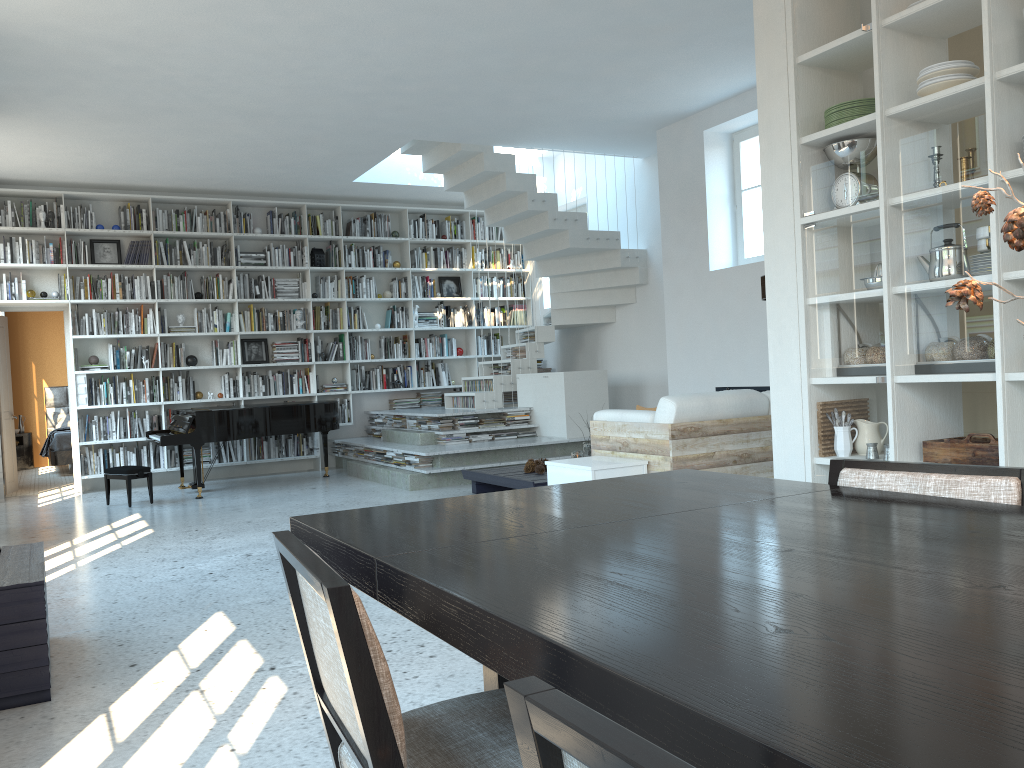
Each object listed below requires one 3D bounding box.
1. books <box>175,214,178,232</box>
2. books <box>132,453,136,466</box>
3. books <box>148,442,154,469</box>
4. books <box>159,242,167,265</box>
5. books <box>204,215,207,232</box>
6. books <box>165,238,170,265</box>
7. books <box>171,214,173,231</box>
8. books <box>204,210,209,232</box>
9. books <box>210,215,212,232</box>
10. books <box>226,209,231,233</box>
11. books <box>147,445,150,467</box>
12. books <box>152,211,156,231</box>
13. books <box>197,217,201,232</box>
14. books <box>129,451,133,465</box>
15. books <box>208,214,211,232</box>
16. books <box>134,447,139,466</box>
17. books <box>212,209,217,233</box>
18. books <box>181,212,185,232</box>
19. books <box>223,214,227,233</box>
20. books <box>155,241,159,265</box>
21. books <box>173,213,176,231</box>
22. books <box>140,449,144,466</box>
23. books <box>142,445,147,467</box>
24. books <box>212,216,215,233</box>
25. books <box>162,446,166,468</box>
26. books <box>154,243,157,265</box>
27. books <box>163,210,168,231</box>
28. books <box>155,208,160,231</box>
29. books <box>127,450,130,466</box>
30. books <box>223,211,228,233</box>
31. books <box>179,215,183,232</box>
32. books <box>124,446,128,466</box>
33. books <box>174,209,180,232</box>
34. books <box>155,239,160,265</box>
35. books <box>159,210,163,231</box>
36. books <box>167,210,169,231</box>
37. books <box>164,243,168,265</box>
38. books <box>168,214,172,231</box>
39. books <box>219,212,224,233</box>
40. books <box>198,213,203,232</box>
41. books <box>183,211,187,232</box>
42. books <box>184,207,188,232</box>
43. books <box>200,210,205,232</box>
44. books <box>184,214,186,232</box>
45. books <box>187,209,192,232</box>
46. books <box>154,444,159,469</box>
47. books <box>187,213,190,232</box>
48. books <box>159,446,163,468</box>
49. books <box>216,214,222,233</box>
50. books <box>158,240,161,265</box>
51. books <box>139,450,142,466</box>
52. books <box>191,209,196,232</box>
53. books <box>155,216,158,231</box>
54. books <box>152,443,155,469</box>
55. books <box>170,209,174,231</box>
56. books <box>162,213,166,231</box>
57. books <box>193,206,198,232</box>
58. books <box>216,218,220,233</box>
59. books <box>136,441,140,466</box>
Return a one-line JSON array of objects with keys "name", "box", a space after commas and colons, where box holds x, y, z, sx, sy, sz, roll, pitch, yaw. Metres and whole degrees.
[{"name": "books", "box": [-3.725, -1.759, 9.819, 0.012, 0.216, 0.150, -4, 1, -28]}, {"name": "books", "box": [-4.086, 0.839, 9.583, 0.031, 0.188, 0.190, -4, 1, -28]}, {"name": "books", "box": [-3.938, 0.777, 9.671, 0.021, 0.296, 0.188, -4, 1, -28]}, {"name": "books", "box": [-3.840, -1.414, 9.746, 0.067, 0.274, 0.168, -4, 1, -28]}, {"name": "books", "box": [-3.456, -1.773, 9.962, 0.029, 0.213, 0.141, -4, 1, -28]}, {"name": "books", "box": [-3.789, -1.437, 9.754, 0.012, 0.315, 0.171, -4, 1, -28]}, {"name": "books", "box": [-3.758, -1.753, 9.779, 0.014, 0.207, 0.166, -4, 1, -28]}, {"name": "books", "box": [-3.425, -1.801, 9.947, 0.014, 0.266, 0.192, -4, 1, -28]}, {"name": "books", "box": [-3.390, -1.773, 9.959, 0.013, 0.207, 0.178, -4, 1, -28]}, {"name": "books", "box": [-3.225, -1.824, 10.058, 0.026, 0.288, 0.176, -4, 1, -28]}, {"name": "books", "box": [-3.978, 0.794, 9.683, 0.040, 0.264, 0.137, -4, 1, -28]}, {"name": "books", "box": [-3.922, -1.758, 9.691, 0.029, 0.237, 0.156, -4, 1, -28]}, {"name": "books", "box": [-3.508, -1.758, 9.913, 0.031, 0.190, 0.181, -4, 1, -28]}, {"name": "books", "box": [-4.116, 0.832, 9.574, 0.028, 0.206, 0.171, -4, 1, -28]}, {"name": "books", "box": [-3.412, -1.783, 9.962, 0.021, 0.228, 0.161, -4, 1, -28]}, {"name": "books", "box": [-4.064, 0.810, 9.595, 0.023, 0.244, 0.188, -4, 1, -28]}, {"name": "books", "box": [-3.356, -1.815, 9.995, 0.013, 0.285, 0.159, -4, 1, -28]}, {"name": "books", "box": [-3.656, -1.772, 9.840, 0.013, 0.234, 0.154, -4, 1, -28]}, {"name": "books", "box": [-3.257, -1.790, 10.037, 0.026, 0.225, 0.172, -4, 1, -28]}, {"name": "books", "box": [-3.894, -1.415, 9.712, 0.013, 0.283, 0.158, -4, 1, -28]}, {"name": "books", "box": [-3.745, -1.767, 9.817, 0.025, 0.235, 0.129, -4, 1, -28]}, {"name": "books", "box": [-4.019, 0.817, 9.638, 0.022, 0.225, 0.141, -4, 1, -28]}, {"name": "books", "box": [-3.997, 0.800, 9.647, 0.027, 0.256, 0.179, -4, 1, -28]}, {"name": "books", "box": [-3.371, -1.771, 9.966, 0.026, 0.200, 0.187, -4, 1, -28]}, {"name": "books", "box": [-3.818, 0.801, 9.711, 0.017, 0.233, 0.212, -4, 1, -28]}, {"name": "books", "box": [-3.902, -1.401, 9.691, 0.023, 0.256, 0.174, -4, 1, -28]}, {"name": "books", "box": [-3.814, -1.772, 9.754, 0.023, 0.251, 0.170, -4, 1, -28]}, {"name": "books", "box": [-3.892, -1.781, 9.735, 0.021, 0.279, 0.140, -4, 1, -28]}, {"name": "books", "box": [-4.139, 0.827, 9.564, 0.021, 0.218, 0.190, -4, 1, -28]}, {"name": "books", "box": [-3.244, -1.812, 10.053, 0.014, 0.267, 0.171, -4, 1, -28]}, {"name": "books", "box": [-3.676, -1.755, 9.833, 0.030, 0.201, 0.152, -4, 1, -28]}, {"name": "books", "box": [-4.160, 0.804, 9.553, 0.025, 0.266, 0.159, -4, 1, -28]}, {"name": "books", "box": [-3.708, -1.786, 9.827, 0.028, 0.268, 0.151, -4, 1, -28]}, {"name": "books", "box": [-3.893, -1.428, 9.736, 0.014, 0.309, 0.130, -4, 1, -28]}, {"name": "books", "box": [-3.859, -1.771, 9.731, 0.031, 0.255, 0.145, -4, 1, -28]}, {"name": "books", "box": [-3.796, -1.772, 9.758, 0.012, 0.250, 0.174, -4, 1, -28]}, {"name": "books", "box": [-3.802, -1.409, 9.758, 0.011, 0.260, 0.157, -4, 1, -28]}, {"name": "books", "box": [-3.771, -1.752, 9.757, 0.029, 0.208, 0.178, -4, 1, -28]}, {"name": "books", "box": [-3.292, -1.807, 10.042, 0.029, 0.261, 0.151, -4, 1, -28]}, {"name": "books", "box": [-3.488, -1.783, 9.934, 0.026, 0.236, 0.134, -4, 1, -28]}, {"name": "books", "box": [-3.632, -1.782, 9.845, 0.013, 0.251, 0.183, -4, 1, -28]}, {"name": "books", "box": [-3.624, -1.806, 9.852, 0.010, 0.299, 0.151, -4, 1, -28]}, {"name": "books", "box": [-3.472, -1.800, 9.944, 0.014, 0.269, 0.156, -4, 1, -28]}, {"name": "books", "box": [-3.641, -1.764, 9.839, 0.011, 0.216, 0.160, -4, 1, -28]}, {"name": "books", "box": [-3.586, -1.797, 9.869, 0.013, 0.276, 0.164, -4, 1, -28]}, {"name": "books", "box": [-3.898, 0.794, 9.715, 0.065, 0.256, 0.155, -4, 1, -28]}, {"name": "books", "box": [-3.610, -1.776, 9.873, 0.029, 0.235, 0.130, -4, 1, -28]}, {"name": "books", "box": [-3.858, 0.782, 9.738, 0.027, 0.276, 0.143, -4, 1, -28]}, {"name": "books", "box": [-3.312, -1.793, 10.022, 0.026, 0.237, 0.149, -4, 1, -28]}, {"name": "books", "box": [-3.871, -1.418, 9.722, 0.010, 0.287, 0.148, -4, 1, -28]}, {"name": "books", "box": [-4.045, 0.823, 9.638, 0.024, 0.214, 0.137, -4, 1, -28]}, {"name": "books", "box": [-3.557, -1.797, 9.882, 0.052, 0.273, 0.172, -4, 1, -28]}, {"name": "books", "box": [-3.905, -1.732, 9.717, 0.024, 0.183, 0.133, -4, 1, -28]}, {"name": "books", "box": [-3.923, 0.772, 9.676, 0.012, 0.304, 0.165, -4, 1, -28]}, {"name": "books", "box": [-3.749, -1.782, 9.786, 0.010, 0.264, 0.160, -4, 1, -28]}, {"name": "books", "box": [-3.832, -1.755, 9.740, 0.023, 0.220, 0.181, -4, 1, -28]}, {"name": "books", "box": [-3.535, -1.820, 9.908, 0.014, 0.315, 0.166, -4, 1, -28]}, {"name": "books", "box": [-3.331, -1.766, 10.001, 0.031, 0.185, 0.176, -4, 1, -28]}, {"name": "books", "box": [-4.064, 0.776, 9.629, 0.013, 0.310, 0.130, -4, 1, -28]}]
